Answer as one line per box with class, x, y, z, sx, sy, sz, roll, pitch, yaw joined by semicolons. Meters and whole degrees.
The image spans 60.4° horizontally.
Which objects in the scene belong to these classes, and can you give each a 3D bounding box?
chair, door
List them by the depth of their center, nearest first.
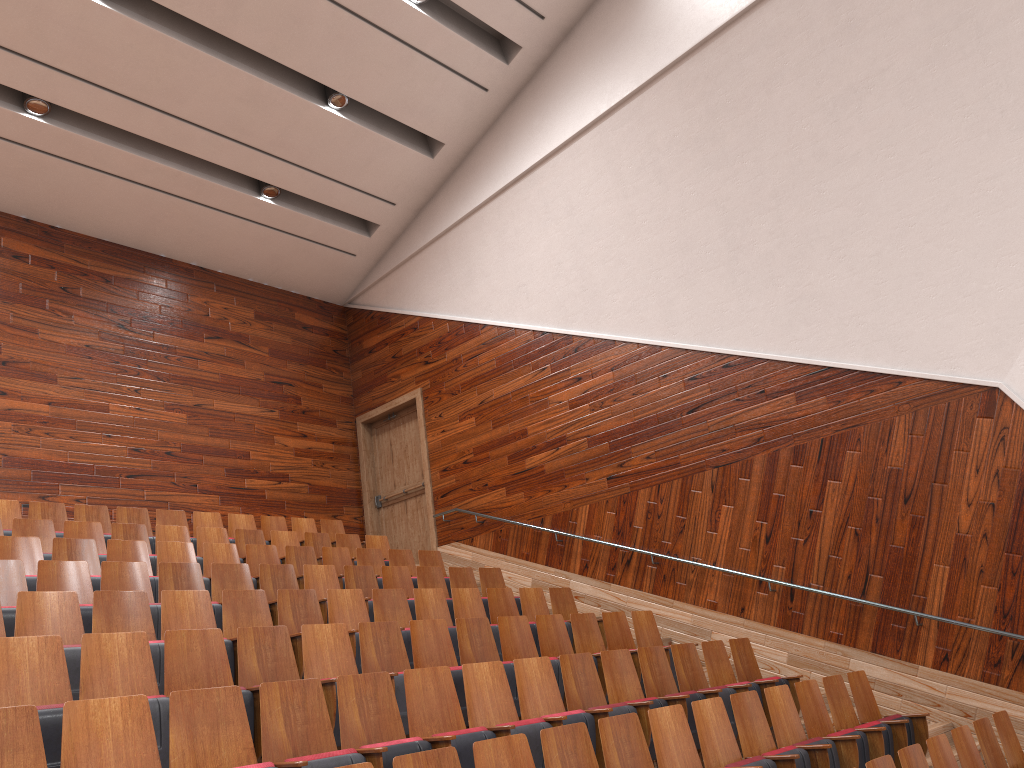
chair;-0.300;0.119;0.303;0.788;0.361;1.196;-22;-23;39
door;-0.149;0.141;1.186;0.143;0.233;0.024;-19;-17;41
